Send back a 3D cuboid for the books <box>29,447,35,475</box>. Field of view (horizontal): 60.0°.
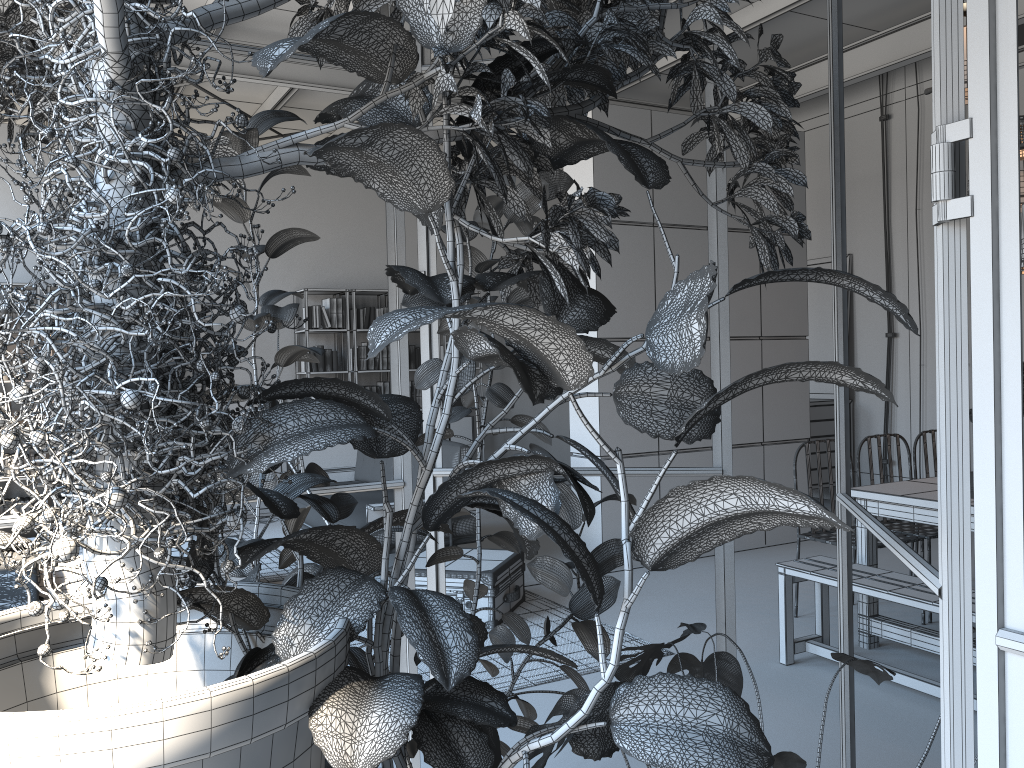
[{"bbox_3d":[-4.300,0.688,7.946,0.036,0.244,0.302,-2,1,-29],"label":"books"}]

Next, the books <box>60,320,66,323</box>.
[{"bbox_3d":[-4.055,-0.575,8.012,0.043,0.213,0.154,-2,1,-29],"label":"books"}]

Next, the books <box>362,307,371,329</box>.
[{"bbox_3d":[-1.548,-0.687,9.331,0.077,0.244,0.178,-2,1,-30],"label":"books"}]

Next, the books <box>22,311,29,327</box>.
[{"bbox_3d":[-4.312,-0.561,7.853,0.056,0.195,0.270,-2,1,-29],"label":"books"}]

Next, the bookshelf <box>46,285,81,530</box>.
[{"bbox_3d":[-3.961,0.248,8.113,0.455,2.276,0.455,-2,1,-29],"label":"bookshelf"}]

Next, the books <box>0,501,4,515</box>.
[{"bbox_3d":[-4.506,1.131,7.821,0.048,0.182,0.258,-2,1,-29],"label":"books"}]

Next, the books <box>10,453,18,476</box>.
[{"bbox_3d":[-4.413,0.716,7.867,0.056,0.195,0.270,-2,1,-29],"label":"books"}]

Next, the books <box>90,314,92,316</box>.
[{"bbox_3d":[-3.859,-0.599,8.120,0.057,0.242,0.178,-2,1,-29],"label":"books"}]

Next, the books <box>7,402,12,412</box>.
[{"bbox_3d":[-4.394,0.273,7.728,0.057,0.244,0.180,-2,1,-29],"label":"books"}]

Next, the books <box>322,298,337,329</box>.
[{"bbox_3d":[-1.889,-0.723,9.153,0.068,0.318,0.319,-2,1,-29],"label":"books"}]

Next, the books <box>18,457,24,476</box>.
[{"bbox_3d":[-4.371,0.714,7.893,0.037,0.190,0.264,-2,1,-29],"label":"books"}]

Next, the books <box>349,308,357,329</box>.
[{"bbox_3d":[-1.666,-0.678,9.299,0.029,0.231,0.173,-2,1,-29],"label":"books"}]

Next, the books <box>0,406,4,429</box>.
[{"bbox_3d":[-4.421,0.284,7.689,0.022,0.227,0.165,-2,1,-29],"label":"books"}]

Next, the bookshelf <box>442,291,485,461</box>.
[{"bbox_3d":[-0.627,0.122,9.888,0.455,2.276,0.455,-2,1,-29],"label":"bookshelf"}]

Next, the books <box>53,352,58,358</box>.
[{"bbox_3d":[-4.118,-0.167,7.998,0.057,0.244,0.178,-2,1,-29],"label":"books"}]

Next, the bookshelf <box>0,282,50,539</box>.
[{"bbox_3d":[-4.390,0.265,7.838,0.455,2.276,0.455,-2,1,-29],"label":"bookshelf"}]

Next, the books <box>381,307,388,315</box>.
[{"bbox_3d":[-1.362,-0.695,9.455,0.083,0.242,0.178,-2,1,-29],"label":"books"}]

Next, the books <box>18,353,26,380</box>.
[{"bbox_3d":[-4.314,-0.149,7.798,0.057,0.244,0.180,-2,1,-29],"label":"books"}]

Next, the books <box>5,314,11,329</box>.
[{"bbox_3d":[-4.432,-0.546,7.802,0.040,0.174,0.240,-2,1,-29],"label":"books"}]

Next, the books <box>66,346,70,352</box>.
[{"bbox_3d":[-4.002,-0.203,8.025,0.038,0.303,0.222,-2,1,-29],"label":"books"}]

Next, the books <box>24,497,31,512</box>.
[{"bbox_3d":[-4.330,1.117,7.928,0.047,0.192,0.279,-2,1,-29],"label":"books"}]

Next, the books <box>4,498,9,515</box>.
[{"bbox_3d":[-4.466,1.120,7.845,0.037,0.192,0.265,-2,1,-29],"label":"books"}]

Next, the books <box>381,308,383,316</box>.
[{"bbox_3d":[-1.410,-0.688,9.427,0.027,0.238,0.180,-2,1,-29],"label":"books"}]

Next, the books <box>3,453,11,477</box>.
[{"bbox_3d":[-4.463,0.718,7.840,0.056,0.195,0.270,-2,1,-29],"label":"books"}]

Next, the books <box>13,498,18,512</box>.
[{"bbox_3d":[-4.407,1.120,7.876,0.040,0.196,0.262,-2,1,-29],"label":"books"}]

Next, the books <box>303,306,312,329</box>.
[{"bbox_3d":[-2.067,-0.670,8.968,0.052,0.223,0.164,-2,1,-29],"label":"books"}]

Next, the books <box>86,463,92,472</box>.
[{"bbox_3d":[-3.875,0.700,8.108,0.049,0.193,0.278,-2,1,-29],"label":"books"}]

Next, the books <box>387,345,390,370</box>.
[{"bbox_3d":[-1.337,-0.279,9.458,0.062,0.265,0.193,-2,1,-29],"label":"books"}]

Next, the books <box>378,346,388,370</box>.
[{"bbox_3d":[-1.388,-0.277,9.417,0.062,0.265,0.193,-2,1,-29],"label":"books"}]

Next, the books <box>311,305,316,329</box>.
[{"bbox_3d":[-2.024,-0.673,8.981,0.032,0.231,0.179,-2,1,-29],"label":"books"}]

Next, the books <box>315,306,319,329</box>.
[{"bbox_3d":[-1.997,-0.674,8.996,0.032,0.231,0.179,-2,1,-29],"label":"books"}]

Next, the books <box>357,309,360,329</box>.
[{"bbox_3d":[-1.633,-0.673,9.305,0.019,0.224,0.168,-2,1,-29],"label":"books"}]

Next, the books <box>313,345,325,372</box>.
[{"bbox_3d":[-1.986,-0.256,9.122,0.065,0.278,0.204,-2,1,-29],"label":"books"}]

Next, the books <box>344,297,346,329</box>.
[{"bbox_3d":[-1.763,-0.729,9.216,0.033,0.326,0.303,-2,1,-29],"label":"books"}]

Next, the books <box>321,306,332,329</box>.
[{"bbox_3d":[-1.918,-0.674,9.039,0.107,0.229,0.184,-2,1,-29],"label":"books"}]

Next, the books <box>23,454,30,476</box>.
[{"bbox_3d":[-4.333,0.722,7.917,0.048,0.180,0.257,-2,1,-29],"label":"books"}]

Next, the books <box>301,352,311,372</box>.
[{"bbox_3d":[-2.112,-0.232,9.074,0.057,0.242,0.178,-2,1,-29],"label":"books"}]

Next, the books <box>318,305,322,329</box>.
[{"bbox_3d":[-1.973,-0.678,9.009,0.022,0.236,0.186,-2,1,-29],"label":"books"}]

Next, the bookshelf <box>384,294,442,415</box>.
[{"bbox_3d":[-1.063,0.138,9.657,0.455,2.276,0.455,-2,1,-29],"label":"bookshelf"}]

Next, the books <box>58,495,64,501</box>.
[{"bbox_3d":[-4.099,1.116,8.060,0.047,0.184,0.271,-2,1,-29],"label":"books"}]

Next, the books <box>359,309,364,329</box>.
[{"bbox_3d":[-1.608,-0.673,9.319,0.039,0.222,0.161,-2,1,-29],"label":"books"}]

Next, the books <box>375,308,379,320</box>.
[{"bbox_3d":[-1.457,-0.682,9.401,0.035,0.229,0.196,-2,1,-29],"label":"books"}]

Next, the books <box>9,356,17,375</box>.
[{"bbox_3d":[-4.361,-0.148,7.760,0.057,0.244,0.180,-2,1,-29],"label":"books"}]

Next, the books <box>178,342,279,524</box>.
[{"bbox_3d":[-2.735,0.276,8.130,0.264,2.162,2.306,0,2,39],"label":"books"}]

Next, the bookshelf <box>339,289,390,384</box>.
[{"bbox_3d":[-1.511,0.155,9.406,0.455,2.276,0.455,-2,1,-29],"label":"bookshelf"}]

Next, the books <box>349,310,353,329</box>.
[{"bbox_3d":[-1.696,-0.666,9.271,0.043,0.213,0.154,-2,1,-29],"label":"books"}]

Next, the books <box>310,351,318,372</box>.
[{"bbox_3d":[-2.045,-0.233,9.089,0.077,0.244,0.178,-2,1,-28],"label":"books"}]

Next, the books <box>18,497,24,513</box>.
[{"bbox_3d":[-4.372,1.119,7.905,0.049,0.195,0.279,-2,1,-29],"label":"books"}]

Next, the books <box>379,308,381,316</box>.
[{"bbox_3d":[-1.432,-0.684,9.415,0.023,0.232,0.187,-2,1,-29],"label":"books"}]

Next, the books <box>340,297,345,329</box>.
[{"bbox_3d":[-1.789,-0.729,9.189,0.027,0.326,0.272,-2,1,-29],"label":"books"}]

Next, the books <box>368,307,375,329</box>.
[{"bbox_3d":[-1.499,-0.690,9.380,0.057,0.242,0.178,-2,1,-29],"label":"books"}]

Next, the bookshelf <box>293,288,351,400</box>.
[{"bbox_3d":[-1.950,0.172,9.187,0.455,2.276,0.455,-2,1,-29],"label":"bookshelf"}]

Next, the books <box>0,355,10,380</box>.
[{"bbox_3d":[-4.435,-0.156,7.723,0.091,0.266,0.195,-2,1,-29],"label":"books"}]

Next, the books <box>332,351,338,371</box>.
[{"bbox_3d":[-1.855,-0.232,9.212,0.052,0.223,0.164,-2,1,-29],"label":"books"}]

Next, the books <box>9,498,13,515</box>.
[{"bbox_3d":[-4.441,1.121,7.866,0.030,0.192,0.277,-2,1,-29],"label":"books"}]

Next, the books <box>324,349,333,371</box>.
[{"bbox_3d":[-1.922,-0.239,9.178,0.083,0.242,0.178,-2,1,-29],"label":"books"}]

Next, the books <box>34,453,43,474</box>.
[{"bbox_3d":[-4.253,0.719,7.967,0.061,0.177,0.246,-2,1,-29],"label":"books"}]

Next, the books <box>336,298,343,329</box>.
[{"bbox_3d":[-1.834,-0.726,9.183,0.056,0.315,0.317,-2,1,-29],"label":"books"}]
